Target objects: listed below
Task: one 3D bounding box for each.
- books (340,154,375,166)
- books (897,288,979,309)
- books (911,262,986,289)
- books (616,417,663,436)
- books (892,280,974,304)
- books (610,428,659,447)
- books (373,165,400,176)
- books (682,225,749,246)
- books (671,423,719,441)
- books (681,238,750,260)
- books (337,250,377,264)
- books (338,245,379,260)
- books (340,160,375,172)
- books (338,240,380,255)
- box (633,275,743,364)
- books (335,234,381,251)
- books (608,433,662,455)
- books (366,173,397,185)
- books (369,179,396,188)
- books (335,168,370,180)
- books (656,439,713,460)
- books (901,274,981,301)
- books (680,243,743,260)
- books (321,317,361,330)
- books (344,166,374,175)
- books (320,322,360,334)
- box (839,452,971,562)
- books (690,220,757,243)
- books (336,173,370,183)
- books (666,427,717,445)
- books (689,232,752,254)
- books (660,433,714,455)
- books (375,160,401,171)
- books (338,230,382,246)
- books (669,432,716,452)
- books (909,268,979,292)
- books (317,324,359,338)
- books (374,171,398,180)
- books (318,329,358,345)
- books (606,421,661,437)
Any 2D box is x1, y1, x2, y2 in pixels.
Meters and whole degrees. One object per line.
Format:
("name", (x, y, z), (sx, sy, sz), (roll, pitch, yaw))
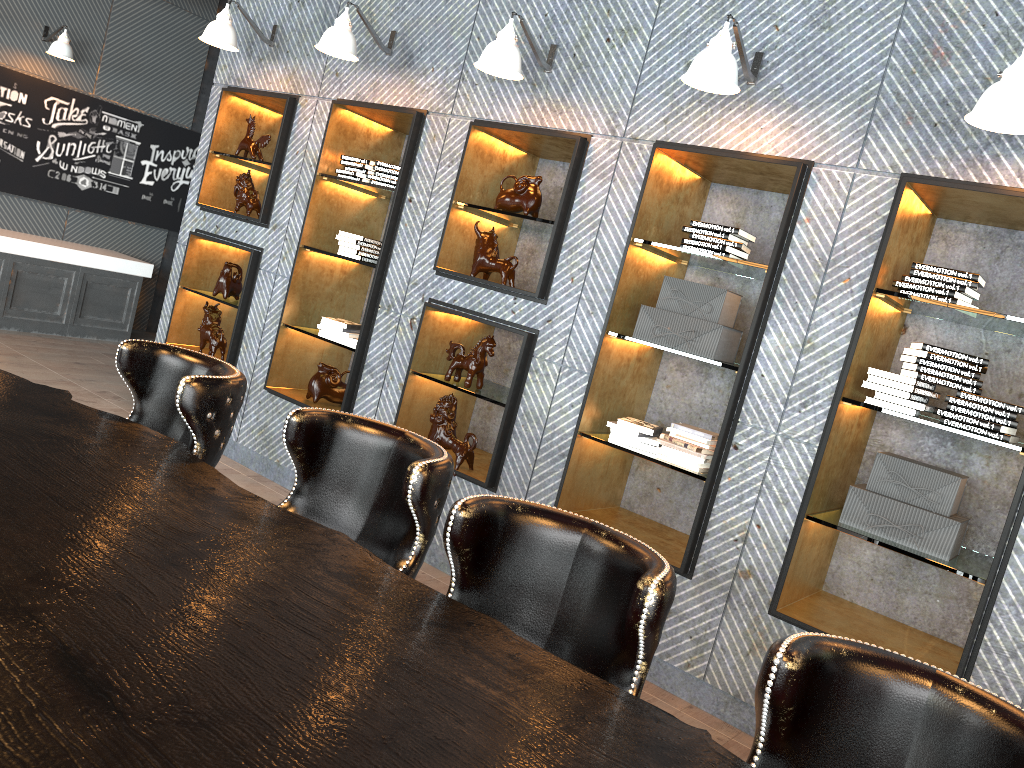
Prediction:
("books", (-0.886, -1.336, 5.372), (0.246, 0.028, 0.193), (19, 7, 32))
("books", (1.677, -0.326, 3.495), (0.193, 0.028, 0.246), (10, 8, -39))
("books", (1.731, -0.431, 3.514), (0.246, 0.028, 0.193), (19, 7, 35))
("books", (0.607, 0.200, 4.202), (0.179, 0.029, 0.225), (17, 7, 20))
("books", (1.662, -0.361, 3.507), (0.193, 0.028, 0.246), (9, 9, -44))
("books", (0.581, 0.244, 4.212), (0.227, 0.024, 0.166), (15, 6, 3))
("books", (-0.669, -1.231, 5.214), (0.246, 0.028, 0.193), (17, 6, 15))
("books", (0.935, -0.677, 4.080), (0.246, 0.028, 0.193), (20, 8, 40))
("books", (0.840, 0.215, 4.025), (0.212, 0.024, 0.185), (18, 7, 29))
("books", (0.926, -0.617, 4.044), (0.193, 0.028, 0.246), (9, 9, -44))
("books", (-0.898, -0.754, 5.321), (0.194, 0.028, 0.245), (19, 7, 31))
("books", (-0.877, -0.772, 5.270), (0.245, 0.028, 0.194), (9, 9, -46))
("books", (-0.894, -1.309, 5.376), (0.246, 0.028, 0.193), (20, 8, 39))
("books", (-0.889, -0.808, 5.307), (0.194, 0.028, 0.245), (19, 7, 34))
("box", (0.822, -0.309, 4.098), (0.420, 0.315, 0.298), (19, 7, 35))
("books", (-0.904, -0.842, 5.307), (0.194, 0.028, 0.245), (20, 8, 37))
("books", (0.590, 0.276, 4.213), (0.243, 0.034, 0.179), (16, 6, 14))
("books", (-0.705, -1.182, 5.214), (0.246, 0.028, 0.193), (17, 7, 22))
("books", (-0.690, -1.149, 5.223), (0.246, 0.028, 0.193), (16, 6, 14))
("books", (-0.930, -1.261, 5.385), (0.193, 0.028, 0.246), (9, 8, -43))
("books", (0.797, 0.295, 4.008), (0.265, 0.019, 0.205), (19, 7, 34))
("books", (1.697, -0.381, 3.510), (0.246, 0.028, 0.193), (21, 8, 42))
("books", (0.918, -0.591, 4.060), (0.246, 0.028, 0.193), (19, 7, 35))
("books", (-1.023, -0.365, 5.378), (0.179, 0.029, 0.225), (17, 6, 18))
("books", (-0.878, -1.279, 5.411), (0.246, 0.028, 0.193), (20, 8, 41))
("books", (-1.024, -0.341, 5.399), (0.175, 0.024, 0.243), (18, 7, 26))
("box", (1.573, 0.470, 3.522), (0.420, 0.315, 0.323), (19, 7, 35))
("books", (0.962, -0.695, 4.038), (0.246, 0.028, 0.193), (20, 8, 37))
("books", (-0.916, -1.227, 5.384), (0.246, 0.028, 0.193), (20, 8, 38))
("books", (0.825, 0.235, 4.006), (0.206, 0.020, 0.197), (19, 8, 36))
("books", (0.950, -0.640, 4.042), (0.246, 0.028, 0.193), (18, 7, 26))
("books", (0.804, 0.274, 4.018), (0.197, 0.023, 0.248), (10, 8, -38))
("books", (-0.661, -1.258, 5.211), (0.245, 0.028, 0.194), (16, 6, 7))
("books", (-0.890, -0.868, 5.314), (0.194, 0.028, 0.245), (18, 7, 28))
("books", (0.837, 0.259, 4.026), (0.247, 0.023, 0.244), (17, 7, 20))
("books", (1.712, -0.407, 3.513), (0.246, 0.028, 0.193), (18, 7, 27))
("books", (-1.042, -0.319, 5.382), (0.227, 0.024, 0.166), (17, 7, 21))
("books", (-0.668, -1.206, 5.256), (0.246, 0.028, 0.193), (17, 6, 17))
("books", (-1.032, -0.286, 5.383), (0.243, 0.034, 0.180), (15, 6, 4))
("books", (0.583, 0.216, 4.241), (0.175, 0.024, 0.243), (19, 7, 34))
